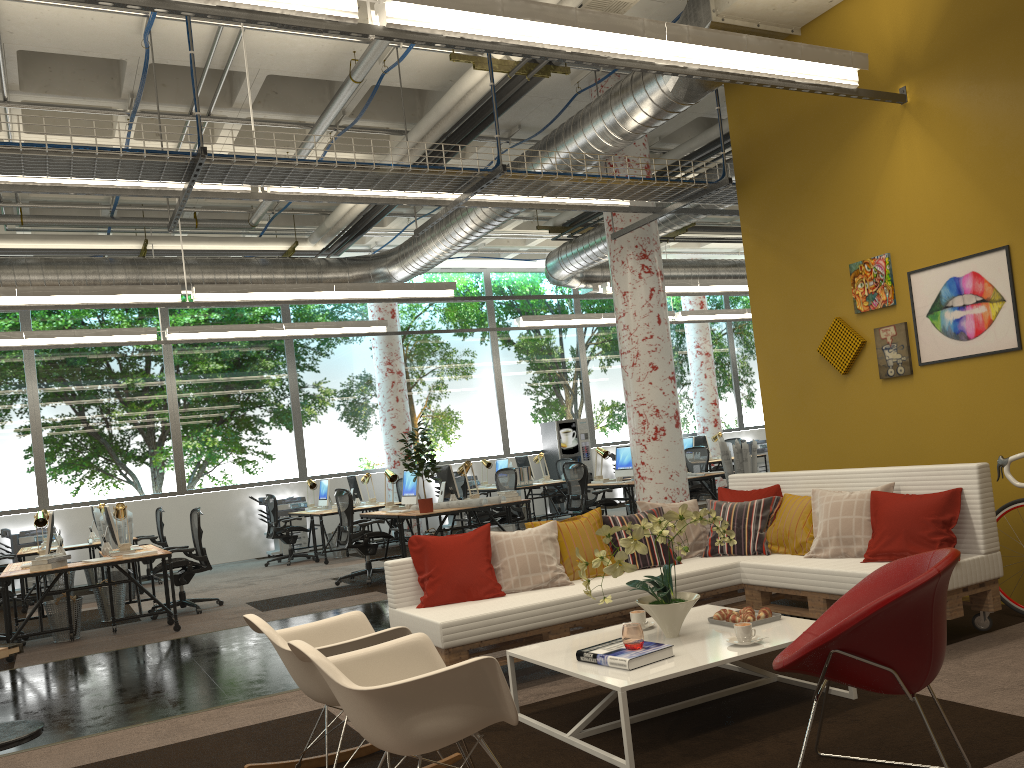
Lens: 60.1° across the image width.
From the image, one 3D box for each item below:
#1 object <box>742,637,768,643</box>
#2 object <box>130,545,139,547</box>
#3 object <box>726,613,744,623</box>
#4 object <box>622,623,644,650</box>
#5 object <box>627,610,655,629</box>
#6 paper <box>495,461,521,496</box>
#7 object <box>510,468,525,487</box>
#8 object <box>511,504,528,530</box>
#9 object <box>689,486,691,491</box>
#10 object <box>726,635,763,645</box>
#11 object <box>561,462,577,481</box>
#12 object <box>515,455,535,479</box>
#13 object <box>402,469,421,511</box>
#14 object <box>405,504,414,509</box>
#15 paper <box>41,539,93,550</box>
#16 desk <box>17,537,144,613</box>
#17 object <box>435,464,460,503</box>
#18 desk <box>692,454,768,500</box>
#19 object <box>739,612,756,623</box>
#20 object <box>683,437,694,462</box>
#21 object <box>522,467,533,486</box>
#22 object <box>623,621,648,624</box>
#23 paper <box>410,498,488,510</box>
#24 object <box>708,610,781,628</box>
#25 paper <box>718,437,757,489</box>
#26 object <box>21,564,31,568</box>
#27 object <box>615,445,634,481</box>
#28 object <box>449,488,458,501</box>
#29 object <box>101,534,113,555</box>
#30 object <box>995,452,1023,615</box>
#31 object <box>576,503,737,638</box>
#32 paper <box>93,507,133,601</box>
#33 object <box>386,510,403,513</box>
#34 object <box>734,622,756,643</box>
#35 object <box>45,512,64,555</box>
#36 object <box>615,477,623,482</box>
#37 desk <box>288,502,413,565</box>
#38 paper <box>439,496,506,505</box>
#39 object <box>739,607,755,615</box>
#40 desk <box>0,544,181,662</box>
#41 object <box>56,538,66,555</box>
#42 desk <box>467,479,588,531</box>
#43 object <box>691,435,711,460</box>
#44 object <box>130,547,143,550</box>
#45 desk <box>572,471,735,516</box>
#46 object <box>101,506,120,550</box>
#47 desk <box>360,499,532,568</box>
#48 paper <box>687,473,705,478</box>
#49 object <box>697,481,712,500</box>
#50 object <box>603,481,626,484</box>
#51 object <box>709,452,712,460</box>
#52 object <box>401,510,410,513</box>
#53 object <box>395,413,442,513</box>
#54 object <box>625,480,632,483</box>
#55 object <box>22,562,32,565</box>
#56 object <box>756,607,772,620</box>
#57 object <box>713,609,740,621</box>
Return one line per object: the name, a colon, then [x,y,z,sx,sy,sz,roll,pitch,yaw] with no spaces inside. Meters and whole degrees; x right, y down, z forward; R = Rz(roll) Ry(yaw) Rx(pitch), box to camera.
object: [1.067,1.124,3.877,0.132,0.011,0.028,-6,-4,-11]
object: [-4.060,1.743,9.502,0.106,0.029,0.060,-4,-4,-27]
object: [1.077,1.145,4.316,0.070,0.059,0.131,-6,-4,-6]
object: [0.527,1.102,3.859,0.095,0.106,0.094,-8,-3,23]
object: [0.640,1.192,4.478,0.160,0.090,0.161,-6,-4,-3]
paper: [-0.025,1.981,16.549,0.442,1.196,0.411,-8,-2,40]
object: [0.063,1.521,14.348,0.150,0.302,0.282,-5,-3,-28]
object: [0.129,2.223,14.940,0.352,0.434,0.360,-5,-3,-31]
object: [3.617,2.054,17.809,0.352,0.434,0.360,-5,-3,-31]
object: [1.031,1.140,3.924,0.161,0.020,0.160,-9,-5,26]
object: [0.955,1.457,14.817,0.150,0.302,0.282,-5,-3,-28]
object: [0.205,1.519,15.707,0.189,0.484,0.486,-5,-3,-28]
object: [-1.168,1.241,10.440,0.189,0.484,0.486,-5,-3,-28]
object: [-1.017,1.727,10.441,0.104,0.931,0.852,-6,-3,-33]
paper: [-5.703,2.067,11.371,0.624,0.061,0.570,-4,-5,-30]
desk: [-5.863,2.523,12.016,1.398,0.723,1.949,-4,-5,-28]
object: [-0.822,1.239,10.917,0.189,0.484,0.486,-5,-3,-28]
desk: [3.741,1.835,17.069,1.398,0.723,1.949,-4,-5,-28]
object: [1.150,1.136,4.303,0.064,0.055,0.121,-6,-4,-6]
object: [3.373,1.269,17.079,0.189,0.484,0.486,-5,-3,-28]
object: [0.193,1.512,14.417,0.150,0.302,0.282,-5,-3,-28]
object: [0.633,1.224,4.537,0.132,0.011,0.028,-8,-4,17]
paper: [-0.731,1.349,9.881,1.138,0.082,0.083,-10,-4,37]
object: [1.147,1.159,4.372,0.266,0.026,0.268,-4,-5,-28]
paper: [2.851,1.226,11.032,0.442,1.196,0.411,-8,-2,40]
object: [-4.533,1.701,8.276,0.106,0.029,0.060,-4,-4,-27]
object: [1.566,1.073,11.952,0.189,0.484,0.486,-5,-3,-28]
object: [-0.705,1.339,10.586,0.101,0.209,0.101,-7,-2,17]
object: [-4.032,1.597,8.802,0.101,0.209,0.101,-7,-2,17]
object: [3.220,0.764,4.617,0.401,1.038,1.743,-6,-4,-22]
object: [0.713,0.900,4.238,0.787,0.615,0.419,-6,-3,-15]
paper: [-4.946,2.110,11.105,0.442,1.196,0.411,-8,-2,40]
object: [-1.350,1.489,10.354,0.118,0.017,0.441,-4,-5,-28]
object: [1.030,1.102,3.925,0.086,0.085,0.079,-6,-3,1]
object: [-4.495,1.498,8.656,0.189,0.484,0.486,-5,-3,-28]
object: [1.479,1.247,12.276,0.101,0.209,0.101,-7,-2,17]
desk: [-2.527,2.284,13.771,1.398,0.723,1.949,-4,-5,-28]
paper: [-0.583,1.339,9.958,1.137,0.082,0.083,-9,-4,27]
object: [1.182,1.143,4.433,0.064,0.055,0.121,-6,-4,-6]
desk: [-4.127,2.064,8.647,1.398,0.723,1.949,-4,-5,-28]
object: [-4.581,1.672,8.980,0.101,0.209,0.101,-7,-2,17]
desk: [0.227,2.087,15.221,1.398,0.723,1.949,-4,-5,-28]
object: [3.719,1.267,17.556,0.189,0.484,0.486,-5,-3,-28]
object: [-3.915,1.711,9.208,0.118,0.017,0.441,-4,-5,-28]
desk: [1.933,1.638,11.943,1.398,0.723,1.949,-4,-5,-28]
object: [-4.149,1.497,9.133,0.189,0.484,0.486,-5,-3,-28]
desk: [-0.800,1.807,10.431,1.398,0.723,1.949,-4,-5,-28]
paper: [2.093,1.182,11.298,0.624,0.061,0.570,-4,-5,-30]
object: [2.203,2.097,16.307,3.404,0.436,0.367,-5,-3,-18]
object: [1.384,1.321,11.866,0.118,0.017,0.441,-4,-5,-28]
object: [3.837,1.367,17.225,0.101,0.209,0.101,-7,-2,17]
object: [-1.207,1.443,10.060,0.106,0.029,0.060,-4,-4,-27]
object: [-1.003,0.858,9.576,0.438,1.076,0.516,-5,-2,-37]
object: [1.527,1.275,11.572,0.106,0.029,0.060,-4,-4,-27]
object: [-4.677,1.747,8.570,0.118,0.017,0.441,-4,-5,-28]
object: [1.241,1.129,4.350,0.072,0.062,0.136,-8,-4,19]
object: [1.062,1.154,4.419,0.135,0.061,0.072,-6,-3,-8]
